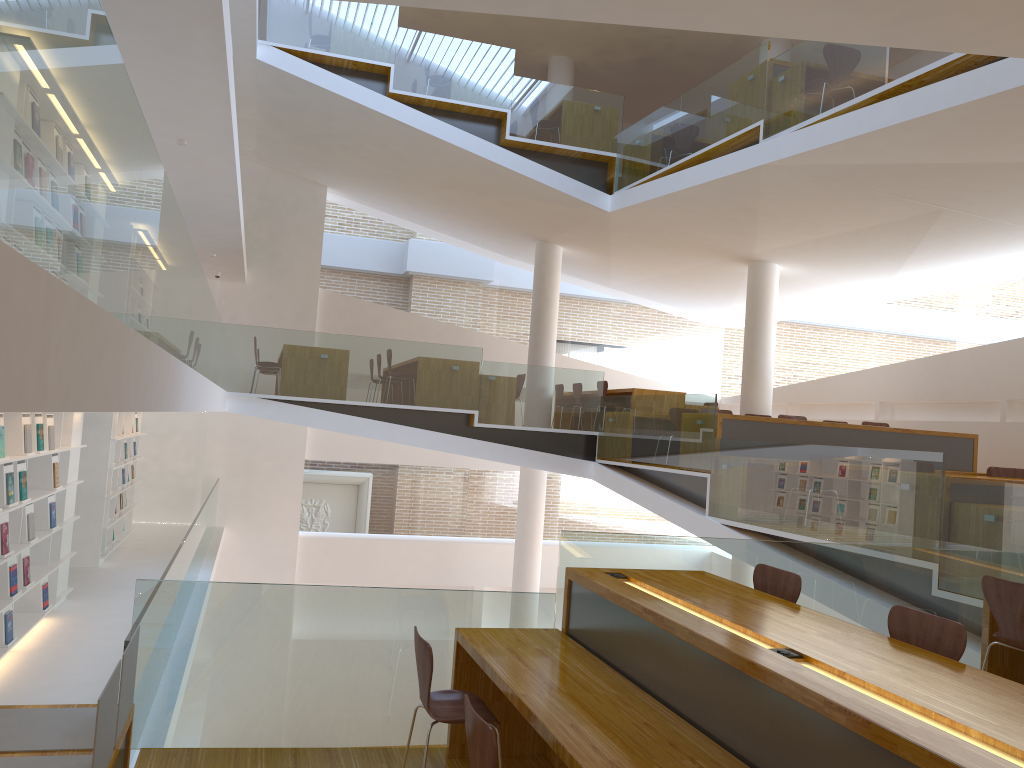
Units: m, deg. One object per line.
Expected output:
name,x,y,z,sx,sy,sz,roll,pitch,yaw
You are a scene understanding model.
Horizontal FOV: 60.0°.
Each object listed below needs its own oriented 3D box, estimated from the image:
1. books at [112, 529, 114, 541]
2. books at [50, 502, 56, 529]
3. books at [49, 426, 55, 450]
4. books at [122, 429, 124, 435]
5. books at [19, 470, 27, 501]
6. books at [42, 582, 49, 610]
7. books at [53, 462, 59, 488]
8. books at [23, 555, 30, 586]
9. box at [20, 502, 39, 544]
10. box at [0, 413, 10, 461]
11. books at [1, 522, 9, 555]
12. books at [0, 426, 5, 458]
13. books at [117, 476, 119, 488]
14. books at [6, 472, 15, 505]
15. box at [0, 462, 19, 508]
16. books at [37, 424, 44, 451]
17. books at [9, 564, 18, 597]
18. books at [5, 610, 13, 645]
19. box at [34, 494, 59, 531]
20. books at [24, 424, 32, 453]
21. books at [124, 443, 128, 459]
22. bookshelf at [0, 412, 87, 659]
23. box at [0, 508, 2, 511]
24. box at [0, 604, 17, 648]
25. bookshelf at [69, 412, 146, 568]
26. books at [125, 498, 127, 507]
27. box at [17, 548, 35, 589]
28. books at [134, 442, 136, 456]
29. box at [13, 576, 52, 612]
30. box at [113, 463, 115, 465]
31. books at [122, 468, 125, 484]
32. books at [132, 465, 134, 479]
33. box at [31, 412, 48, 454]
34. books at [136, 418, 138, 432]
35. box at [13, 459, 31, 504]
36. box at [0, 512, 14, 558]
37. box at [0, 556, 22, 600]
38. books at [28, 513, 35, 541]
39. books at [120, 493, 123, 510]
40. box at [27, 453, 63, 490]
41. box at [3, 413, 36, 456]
books,-4.969,1.845,11.031,0.037,0.210,0.145,5,-3,-16
books,-3.768,1.079,7.283,0.037,0.210,0.145,5,-3,-16
books,-3.633,0.434,7.002,0.037,0.210,0.145,5,-3,-16
books,-4.881,0.546,11.100,0.037,0.210,0.145,5,-3,-16
books,-3.443,0.720,6.250,0.037,0.210,0.145,5,-3,-16
books,-3.825,1.742,7.273,0.037,0.210,0.145,5,-3,-16
books,-3.744,0.751,7.283,0.037,0.210,0.145,5,-3,-16
books,-3.593,1.386,6.564,0.037,0.210,0.145,5,-3,-16
box,-3.668,1.012,6.563,0.274,0.296,0.245,5,-3,-16
box,-3.327,0.324,5.571,0.274,0.296,0.245,5,-3,-16
books,-3.372,1.030,5.899,0.037,0.210,0.145,5,-3,-16
books,-3.225,0.370,5.590,0.037,0.210,0.145,5,-3,-16
books,-4.927,1.188,11.067,0.037,0.210,0.145,5,-3,-16
books,-3.353,0.698,5.925,0.037,0.210,0.145,5,-3,-16
box,-3.448,0.656,5.898,0.274,0.296,0.245,5,-3,-16
books,-3.524,0.402,6.630,0.037,0.210,0.145,5,-3,-16
books,-3.491,1.374,6.211,0.037,0.210,0.145,5,-3,-16
books,-3.509,1.698,6.190,0.037,0.210,0.145,5,-3,-16
box,-3.869,1.033,7.259,0.274,0.296,0.245,5,-3,-16
books,-3.421,0.391,6.274,0.037,0.210,0.145,5,-3,-16
books,-5.058,0.876,11.620,0.037,0.210,0.145,5,-3,-16
bookshelf,-3.676,1.018,6.414,0.397,1.836,3.666,5,-3,-16
box,-3.362,0.651,5.551,0.274,0.296,0.245,5,-3,-16
box,-3.613,1.655,6.175,0.274,0.296,0.245,5,-3,-16
bookshelf,-5.025,1.173,11.292,0.498,1.836,2.984,5,-3,-16
books,-5.194,1.545,11.910,0.037,0.210,0.145,5,-3,-16
box,-3.693,1.339,6.552,0.274,0.296,0.245,5,-3,-16
books,-5.302,0.919,12.473,0.037,0.210,0.145,5,-3,-16
box,-3.922,1.689,7.249,0.274,0.296,0.245,5,-3,-16
box,-4.817,0.794,10.425,0.274,0.296,0.245,5,-3,-16
books,-5.079,1.211,11.604,0.037,0.210,0.145,5,-3,-16
books,-5.325,1.243,12.460,0.037,0.210,0.145,5,-3,-16
box,-3.626,0.357,6.612,0.274,0.296,0.245,5,-3,-16
books,-5.281,0.583,12.489,0.037,0.210,0.145,5,-3,-16
box,-3.544,0.673,6.230,0.274,0.296,0.245,5,-3,-16
box,-3.473,0.983,5.887,0.274,0.296,0.245,5,-3,-16
box,-3.589,1.328,6.192,0.274,0.296,0.245,5,-3,-16
books,-3.567,1.066,6.583,0.037,0.210,0.145,5,-3,-16
books,-5.103,1.535,11.591,0.037,0.210,0.145,5,-3,-16
box,-3.845,0.706,7.274,0.274,0.296,0.245,5,-3,-16
box,-3.523,0.346,6.253,0.274,0.296,0.245,5,-3,-16
